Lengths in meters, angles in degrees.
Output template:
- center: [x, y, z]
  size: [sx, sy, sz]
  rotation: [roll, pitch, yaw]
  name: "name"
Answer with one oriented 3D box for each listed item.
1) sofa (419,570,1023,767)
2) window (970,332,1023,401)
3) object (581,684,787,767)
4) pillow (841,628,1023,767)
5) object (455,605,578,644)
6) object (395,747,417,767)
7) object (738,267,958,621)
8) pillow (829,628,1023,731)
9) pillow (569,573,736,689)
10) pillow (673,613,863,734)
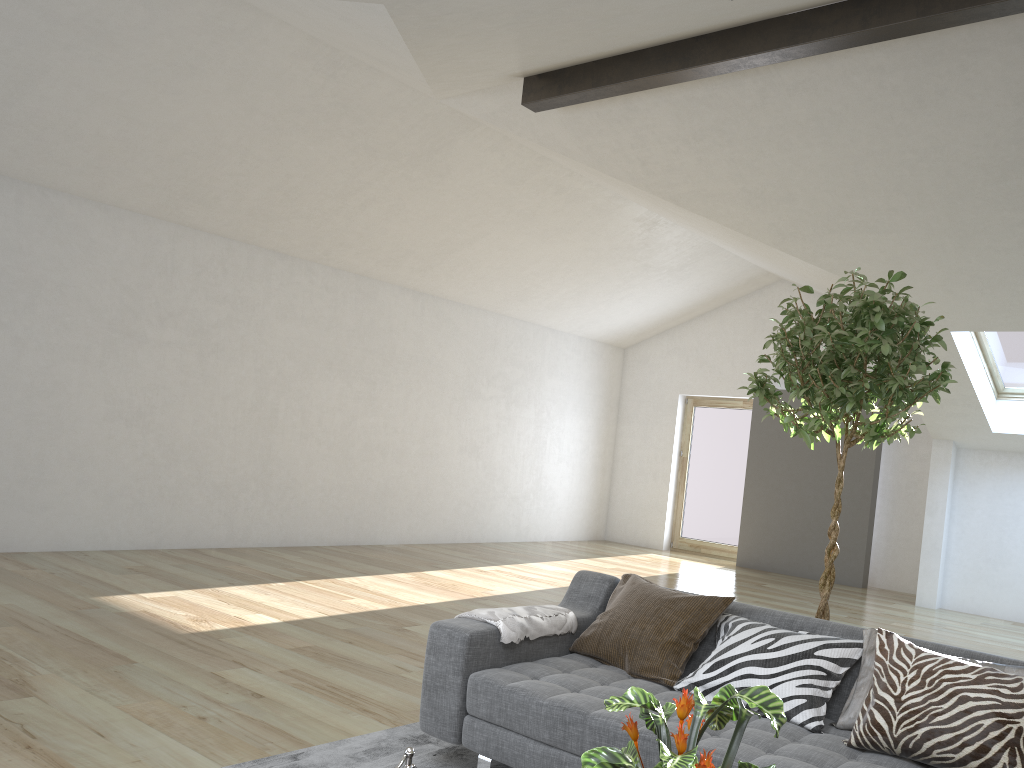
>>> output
- center: [0.941, 1.130, 2.757]
  size: [2.449, 0.683, 1.031]
  rotation: [3, -4, 40]
  name: "sofa"
- center: [4.613, -0.218, 7.671]
  size: [1.465, 0.728, 1.913]
  rotation: [3, -5, 40]
  name: "window"
- center: [0.296, 0.776, 1.558]
  size: [0.374, 0.525, 0.440]
  rotation: [6, -2, 15]
  name: "object"
- center: [1.261, 0.922, 2.514]
  size: [0.555, 0.340, 0.282]
  rotation: [3, -3, 44]
  name: "pillow"
- center: [-0.012, 1.050, 3.392]
  size: [0.356, 0.418, 0.484]
  rotation: [4, -3, 43]
  name: "object"
- center: [-0.214, 0.837, 1.755]
  size: [0.123, 0.239, 0.115]
  rotation: [6, -1, -24]
  name: "object"
- center: [1.258, 0.548, 3.539]
  size: [0.795, 2.018, 0.819]
  rotation: [6, 0, 19]
  name: "object"
- center: [1.320, 0.966, 2.691]
  size: [0.638, 0.318, 0.264]
  rotation: [3, -3, 40]
  name: "pillow"
- center: [0.506, 0.922, 3.365]
  size: [0.310, 0.337, 0.576]
  rotation: [7, -3, -40]
  name: "pillow"
- center: [0.867, 0.965, 3.005]
  size: [0.557, 0.283, 0.360]
  rotation: [3, -4, 40]
  name: "pillow"
